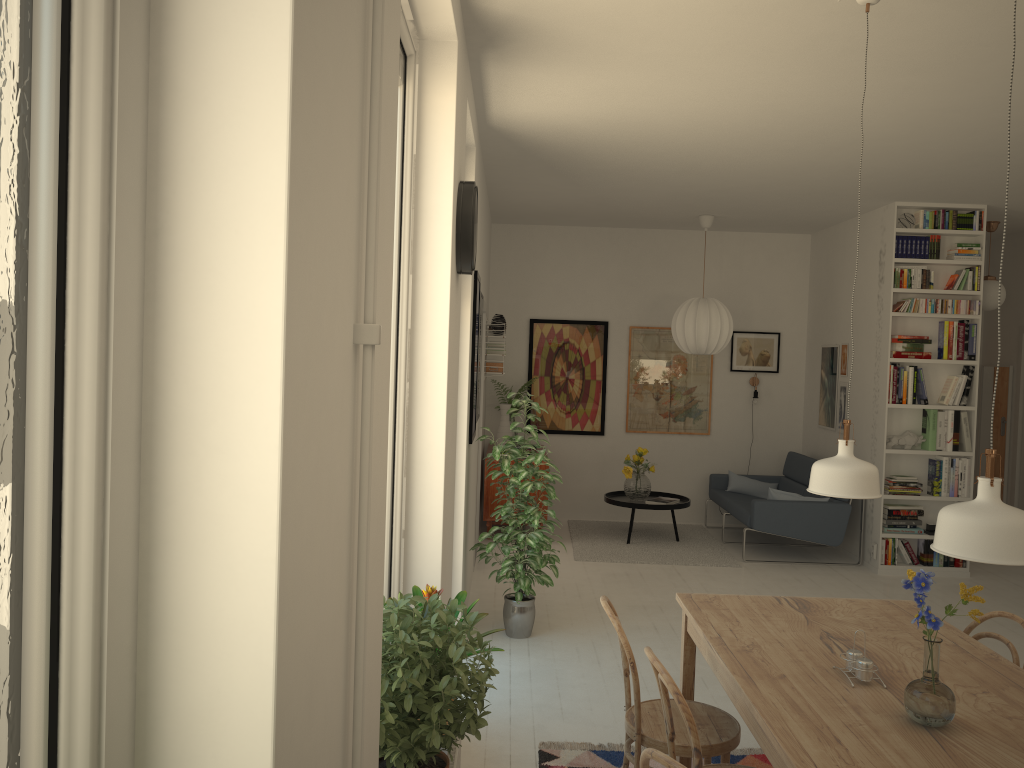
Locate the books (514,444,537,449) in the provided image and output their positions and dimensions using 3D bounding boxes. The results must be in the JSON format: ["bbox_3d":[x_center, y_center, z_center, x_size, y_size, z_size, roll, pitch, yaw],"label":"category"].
[{"bbox_3d":[0.049,0.583,8.307,0.368,0.020,0.255,2,2,2],"label":"books"}]

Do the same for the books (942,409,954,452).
[{"bbox_3d":[3.417,0.362,7.021,0.037,0.324,0.240,2,2,0],"label":"books"}]

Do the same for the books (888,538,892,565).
[{"bbox_3d":[2.959,1.312,7.029,0.020,0.211,0.185,2,2,0],"label":"books"}]

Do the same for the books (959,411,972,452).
[{"bbox_3d":[3.543,0.370,7.023,0.099,0.316,0.229,2,2,0],"label":"books"}]

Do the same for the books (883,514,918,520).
[{"bbox_3d":[3.061,1.048,7.028,0.247,0.039,0.143,2,2,-3],"label":"books"}]

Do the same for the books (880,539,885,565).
[{"bbox_3d":[2.902,1.318,7.037,0.039,0.199,0.185,2,2,0],"label":"books"}]

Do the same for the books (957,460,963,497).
[{"bbox_3d":[3.497,0.737,7.018,0.022,0.291,0.208,2,2,0],"label":"books"}]

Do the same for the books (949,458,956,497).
[{"bbox_3d":[3.444,0.733,7.000,0.035,0.304,0.150,2,2,0],"label":"books"}]

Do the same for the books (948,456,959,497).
[{"bbox_3d":[3.474,0.728,7.032,0.025,0.305,0.213,2,2,0],"label":"books"}]

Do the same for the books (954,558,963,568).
[{"bbox_3d":[3.502,1.344,7.039,0.056,0.180,0.202,2,2,0],"label":"books"}]

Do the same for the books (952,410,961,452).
[{"bbox_3d":[3.465,0.362,7.016,0.056,0.327,0.202,2,2,0],"label":"books"}]

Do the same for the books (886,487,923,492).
[{"bbox_3d":[3.099,0.826,7.041,0.255,0.014,0.197,2,2,10],"label":"books"}]

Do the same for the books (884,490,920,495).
[{"bbox_3d":[3.062,0.850,7.007,0.246,0.014,0.173,2,2,-1],"label":"books"}]

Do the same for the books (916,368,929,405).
[{"bbox_3d":[3.204,0.016,7.000,0.093,0.288,0.200,2,2,0],"label":"books"}]

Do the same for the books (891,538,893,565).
[{"bbox_3d":[2.975,1.313,7.043,0.012,0.206,0.193,2,2,0],"label":"books"}]

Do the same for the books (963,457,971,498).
[{"bbox_3d":[3.564,0.732,7.038,0.039,0.303,0.229,2,2,0],"label":"books"}]

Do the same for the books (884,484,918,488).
[{"bbox_3d":[3.063,0.805,7.003,0.238,0.012,0.120,2,2,-5],"label":"books"}]

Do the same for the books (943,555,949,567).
[{"bbox_3d":[3.400,1.348,7.044,0.048,0.163,0.209,2,2,0],"label":"books"}]

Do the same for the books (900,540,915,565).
[{"bbox_3d":[3.111,1.324,7.025,0.118,0.192,0.118,2,2,0],"label":"books"}]

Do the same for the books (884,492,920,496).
[{"bbox_3d":[3.067,0.862,7.010,0.247,0.009,0.170,2,2,3],"label":"books"}]

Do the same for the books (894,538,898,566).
[{"bbox_3d":[3.008,1.311,7.029,0.010,0.215,0.193,2,2,0],"label":"books"}]

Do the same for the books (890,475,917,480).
[{"bbox_3d":[3.085,0.737,7.003,0.166,0.019,0.127,2,2,-7],"label":"books"}]

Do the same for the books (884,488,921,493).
[{"bbox_3d":[3.074,0.838,7.015,0.248,0.009,0.171,2,2,3],"label":"books"}]

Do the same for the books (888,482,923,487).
[{"bbox_3d":[3.101,0.787,7.024,0.235,0.025,0.163,2,2,6],"label":"books"}]

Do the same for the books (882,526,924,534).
[{"bbox_3d":[3.079,1.150,7.047,0.297,0.038,0.204,2,2,5],"label":"books"}]

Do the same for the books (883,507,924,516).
[{"bbox_3d":[3.080,1.006,7.029,0.285,0.047,0.185,2,2,0],"label":"books"}]

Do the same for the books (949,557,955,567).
[{"bbox_3d":[3.449,1.346,7.059,0.050,0.170,0.221,2,2,0],"label":"books"}]

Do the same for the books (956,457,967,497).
[{"bbox_3d":[3.528,0.731,7.008,0.037,0.308,0.161,2,2,0],"label":"books"}]

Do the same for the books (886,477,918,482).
[{"bbox_3d":[3.073,0.754,7.024,0.212,0.017,0.165,2,2,-3],"label":"books"}]

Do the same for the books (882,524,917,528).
[{"bbox_3d":[3.056,1.115,7.046,0.241,0.024,0.168,2,2,-5],"label":"books"}]

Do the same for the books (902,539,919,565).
[{"bbox_3d":[3.143,1.329,7.032,0.131,0.188,0.136,2,2,0],"label":"books"}]

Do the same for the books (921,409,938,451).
[{"bbox_3d":[3.280,0.357,7.012,0.056,0.328,0.229,2,2,0],"label":"books"}]

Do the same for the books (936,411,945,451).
[{"bbox_3d":[3.340,0.369,7.016,0.065,0.311,0.200,2,2,0],"label":"books"}]

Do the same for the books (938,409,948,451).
[{"bbox_3d":[3.384,0.361,7.034,0.023,0.321,0.235,2,2,0],"label":"books"}]

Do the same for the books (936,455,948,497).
[{"bbox_3d":[3.381,0.722,7.038,0.037,0.311,0.241,2,2,0],"label":"books"}]

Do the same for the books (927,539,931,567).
[{"bbox_3d":[3.265,1.318,7.028,0.015,0.214,0.202,2,2,0],"label":"books"}]

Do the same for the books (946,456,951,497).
[{"bbox_3d":[3.413,0.723,7.041,0.027,0.311,0.229,2,2,0],"label":"books"}]

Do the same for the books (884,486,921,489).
[{"bbox_3d":[3.079,0.815,7.021,0.250,0.008,0.135,2,2,-4],"label":"books"}]

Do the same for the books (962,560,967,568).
[{"bbox_3d":[3.546,1.346,7.057,0.032,0.176,0.230,2,2,0],"label":"books"}]

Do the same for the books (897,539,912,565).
[{"bbox_3d":[3.080,1.319,7.032,0.135,0.200,0.134,2,2,0],"label":"books"}]

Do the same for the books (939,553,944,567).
[{"bbox_3d":[3.360,1.340,7.044,0.032,0.176,0.222,2,2,0],"label":"books"}]

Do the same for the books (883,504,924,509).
[{"bbox_3d":[3.085,0.968,7.042,0.297,0.024,0.162,2,2,-9],"label":"books"}]

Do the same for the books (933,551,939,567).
[{"bbox_3d":[3.324,1.338,7.049,0.044,0.179,0.224,2,2,0],"label":"books"}]

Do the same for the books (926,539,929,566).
[{"bbox_3d":[3.250,1.317,7.041,0.015,0.214,0.202,2,2,0],"label":"books"}]

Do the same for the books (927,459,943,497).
[{"bbox_3d":[3.333,0.735,7.027,0.057,0.284,0.200,2,2,0],"label":"books"}]

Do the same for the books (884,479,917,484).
[{"bbox_3d":[3.059,0.767,7.016,0.221,0.010,0.169,2,2,3],"label":"books"}]

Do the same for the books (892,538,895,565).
[{"bbox_3d":[2.992,1.310,7.043,0.021,0.215,0.174,2,2,0],"label":"books"}]

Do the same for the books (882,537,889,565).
[{"bbox_3d":[2.935,1.314,7.034,0.026,0.206,0.187,2,2,0],"label":"books"}]

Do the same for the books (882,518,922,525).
[{"bbox_3d":[3.065,1.084,7.029,0.297,0.039,0.165,2,2,-5],"label":"books"}]
